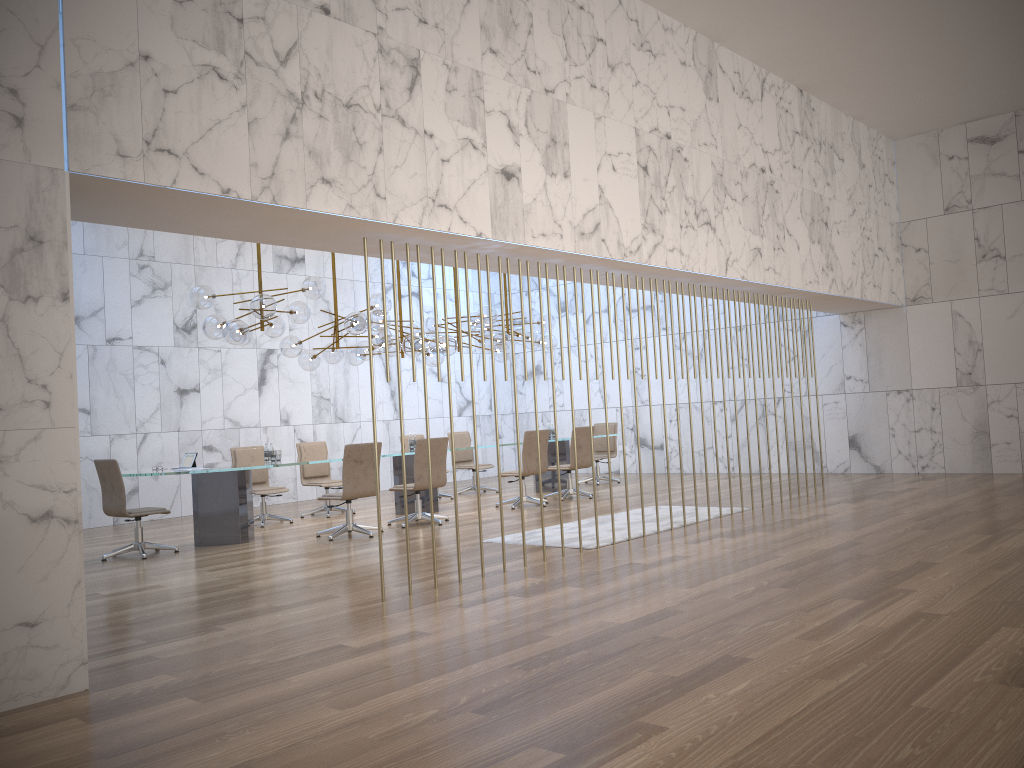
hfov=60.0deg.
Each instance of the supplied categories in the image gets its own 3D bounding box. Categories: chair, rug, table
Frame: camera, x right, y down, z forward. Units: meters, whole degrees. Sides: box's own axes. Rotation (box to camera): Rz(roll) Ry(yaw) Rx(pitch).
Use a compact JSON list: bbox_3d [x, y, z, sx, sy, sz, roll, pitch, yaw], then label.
[{"bbox_3d":[-3.206,1.294,11.318,0.697,1.000,0.726,-5,-3,42],"label":"chair"},{"bbox_3d":[-1.083,1.136,10.340,0.697,1.000,0.726,-5,-3,42],"label":"chair"},{"bbox_3d":[1.196,1.450,9.229,1.320,0.034,3.025,-5,-3,41],"label":"rug"},{"bbox_3d":[0.156,1.117,11.715,0.697,1.000,0.726,-5,-3,42],"label":"chair"},{"bbox_3d":[-2.544,1.284,12.052,0.697,1.000,0.726,-5,-3,42],"label":"chair"},{"bbox_3d":[-1.278,1.278,11.789,2.092,0.835,7.924,-5,-3,42],"label":"table"},{"bbox_3d":[-3.825,1.241,8.982,0.726,1.000,0.697,-5,-3,42],"label":"chair"},{"bbox_3d":[0.820,1.106,12.452,0.697,1.000,0.726,-5,-3,42],"label":"chair"},{"bbox_3d":[1.432,1.160,14.805,0.726,1.000,0.697,-5,-3,42],"label":"chair"},{"bbox_3d":[-0.639,1.254,14.167,0.697,1.000,0.726,-5,-3,42],"label":"chair"},{"bbox_3d":[-1.752,1.146,9.597,0.697,1.000,0.726,-5,-3,42],"label":"chair"},{"bbox_3d":[-1.309,1.265,13.424,0.697,1.000,0.726,-5,-3,42],"label":"chair"}]

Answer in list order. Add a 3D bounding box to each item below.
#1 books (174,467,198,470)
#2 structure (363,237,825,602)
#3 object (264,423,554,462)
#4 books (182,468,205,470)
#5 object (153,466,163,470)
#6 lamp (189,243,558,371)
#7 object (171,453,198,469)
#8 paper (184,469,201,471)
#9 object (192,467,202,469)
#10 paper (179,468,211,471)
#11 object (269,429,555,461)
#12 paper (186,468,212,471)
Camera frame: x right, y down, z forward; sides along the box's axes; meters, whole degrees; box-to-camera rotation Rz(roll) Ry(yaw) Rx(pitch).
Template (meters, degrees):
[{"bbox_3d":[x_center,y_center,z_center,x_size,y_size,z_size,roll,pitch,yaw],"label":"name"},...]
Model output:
[{"bbox_3d":[-3.337,0.866,9.092,0.126,0.012,0.205,-5,-3,39],"label":"books"},{"bbox_3d":[1.482,0.194,8.640,0.023,2.456,7.223,-5,-3,42],"label":"structure"},{"bbox_3d":[-1.104,0.753,12.057,0.124,0.213,5.189,-5,-3,42],"label":"object"},{"bbox_3d":[-3.280,0.865,9.021,0.239,0.012,0.205,-4,-2,29],"label":"books"},{"bbox_3d":[-3.777,0.899,9.516,0.134,0.037,0.096,-4,-2,20],"label":"object"},{"bbox_3d":[-1.520,-1.526,11.807,1.557,2.716,5.672,-5,-3,42],"label":"lamp"},{"bbox_3d":[-3.499,0.819,9.443,0.255,0.159,0.205,-5,-3,42],"label":"object"},{"bbox_3d":[-3.178,0.862,8.954,0.210,0.001,0.290,-5,-3,34],"label":"paper"},{"bbox_3d":[-3.193,0.853,8.993,0.011,0.011,0.158,-4,-2,17],"label":"object"},{"bbox_3d":[-3.178,0.861,8.954,0.210,0.001,0.290,-5,-3,35],"label":"paper"},{"bbox_3d":[-1.074,0.798,12.013,0.183,0.117,5.112,-5,-3,42],"label":"object"},{"bbox_3d":[-3.178,0.862,8.954,0.210,0.001,0.290,-5,-3,36],"label":"paper"}]
